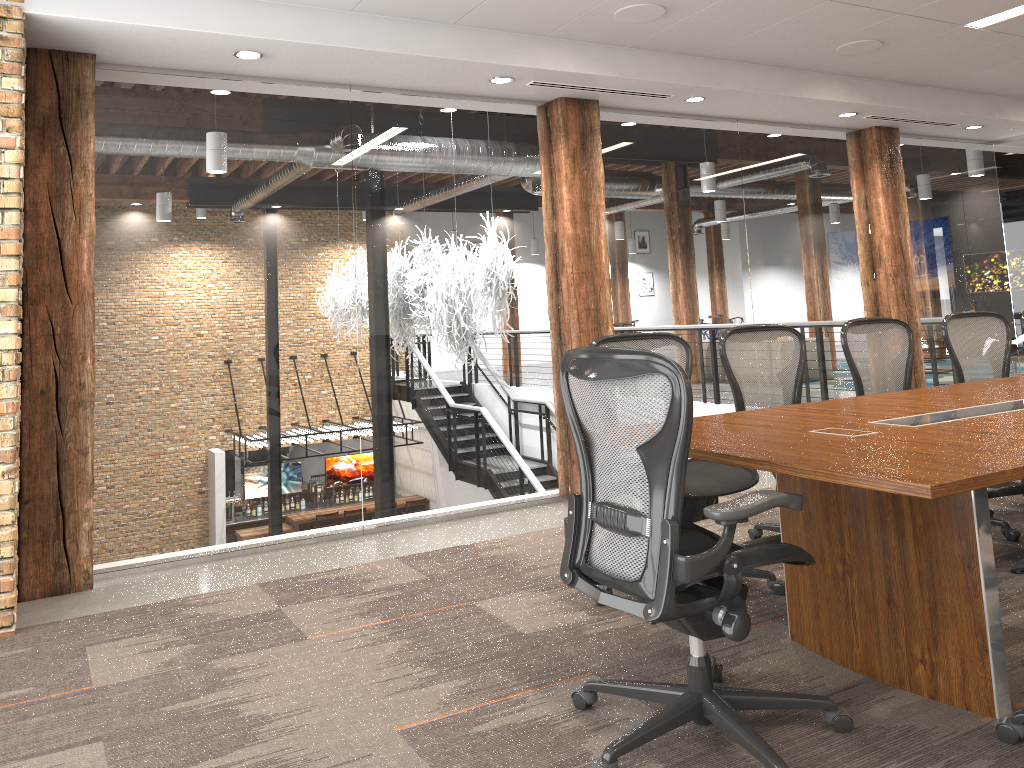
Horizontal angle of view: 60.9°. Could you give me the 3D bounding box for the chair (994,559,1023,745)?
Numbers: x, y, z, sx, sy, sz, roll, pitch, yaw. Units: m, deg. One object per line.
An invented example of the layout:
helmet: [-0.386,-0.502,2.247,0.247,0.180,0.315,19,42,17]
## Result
chair: [1.564,0.397,2.113,0.771,1.108,0.782,-1,-4,-35]

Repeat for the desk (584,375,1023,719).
desk: [3.255,0.338,3.954,6.053,0.765,1.391,-5,2,-29]

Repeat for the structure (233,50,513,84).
structure: [-0.604,-1.741,8.025,1.454,3.732,7.116,-3,2,2]

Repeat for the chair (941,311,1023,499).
chair: [2.864,0.126,4.896,0.769,1.108,0.783,0,-4,-43]

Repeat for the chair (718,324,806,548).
chair: [1.416,0.252,4.190,0.784,1.108,0.769,-6,-4,43]

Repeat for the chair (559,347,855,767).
chair: [0.473,0.426,2.483,0.763,1.108,0.789,-5,-4,35]

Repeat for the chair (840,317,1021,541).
chair: [2.145,0.192,4.492,0.802,1.108,0.751,0,-4,-40]

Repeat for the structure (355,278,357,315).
structure: [-2.524,-2.321,14.483,0.817,3.358,0.902,-4,-6,13]

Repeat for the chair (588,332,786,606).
chair: [0.724,0.319,3.765,0.785,1.108,0.767,-5,-4,35]

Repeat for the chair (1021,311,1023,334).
chair: [3.558,0.063,5.259,0.802,1.108,0.751,-1,-4,-36]
